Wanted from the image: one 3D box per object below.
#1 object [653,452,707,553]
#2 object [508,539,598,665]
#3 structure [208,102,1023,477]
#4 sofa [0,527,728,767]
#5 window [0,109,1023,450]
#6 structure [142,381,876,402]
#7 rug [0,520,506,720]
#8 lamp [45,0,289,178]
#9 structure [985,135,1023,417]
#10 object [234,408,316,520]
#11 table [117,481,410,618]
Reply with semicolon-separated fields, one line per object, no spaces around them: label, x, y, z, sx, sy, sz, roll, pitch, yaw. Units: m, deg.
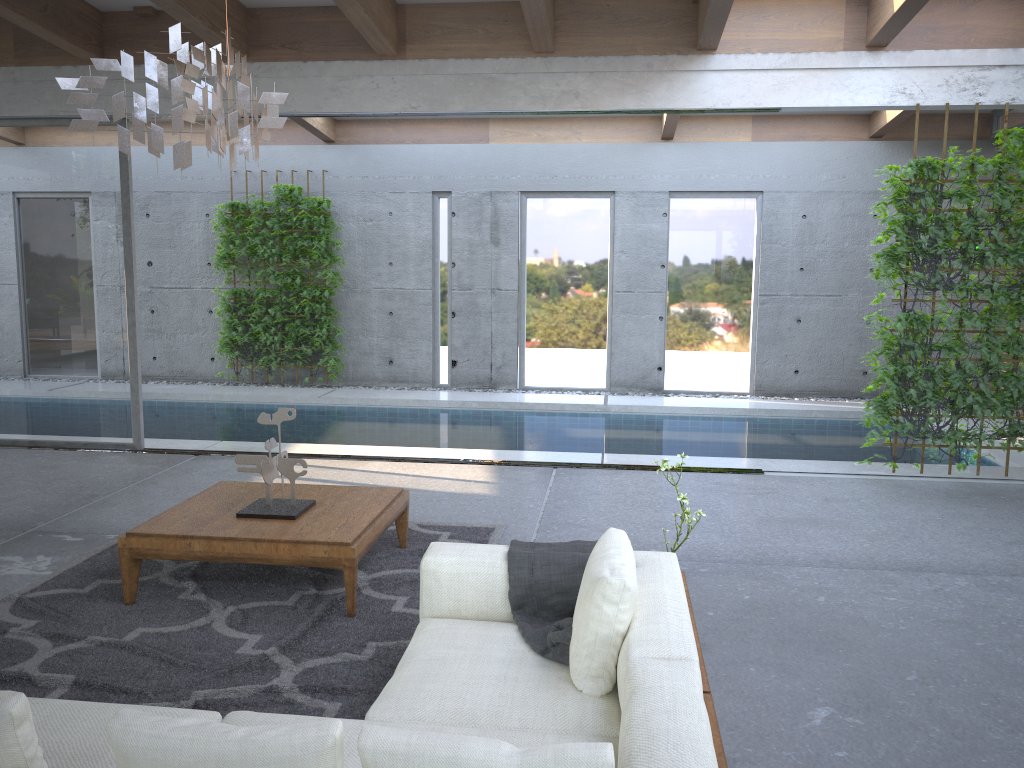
object;0.662;0.653;3.615;0.238;0.750;0.171;4;8;28
object;0.215;0.959;3.238;0.472;0.704;0.857;1;8;3
structure;0.561;-0.981;8.728;10.282;2.687;2.739;4;8;24
sofa;-1.309;0.911;2.657;3.733;0.777;1.965;1;8;7
window;-0.897;-0.858;4.150;23.280;3.764;14.294;1;8;7
structure;-2.181;0.046;11.492;13.673;0.068;0.477;1;8;7
rug;-1.307;1.016;3.976;2.187;0.056;3.186;1;8;7
lamp;-1.178;-1.474;3.215;0.862;1.400;0.636;-5;9;-36
structure;5.400;-1.044;8.521;0.085;3.079;4.313;1;8;7
object;-1.206;0.373;4.425;0.379;0.518;0.346;1;8;7
table;-1.184;0.801;4.505;1.112;0.352;1.048;1;8;7
